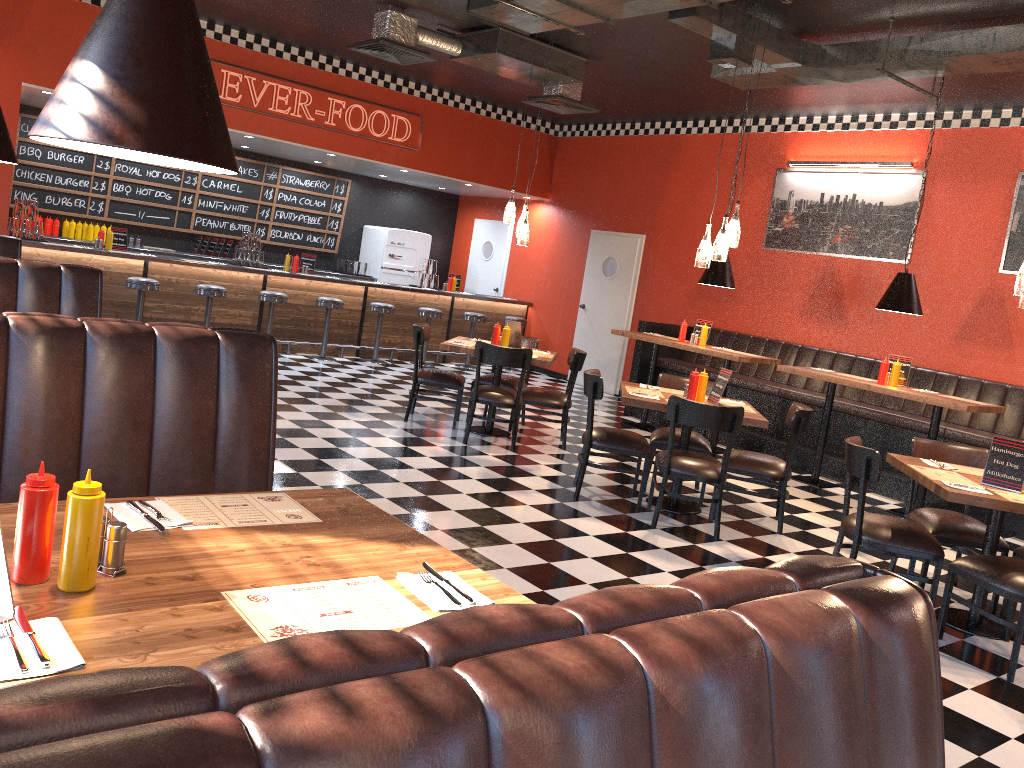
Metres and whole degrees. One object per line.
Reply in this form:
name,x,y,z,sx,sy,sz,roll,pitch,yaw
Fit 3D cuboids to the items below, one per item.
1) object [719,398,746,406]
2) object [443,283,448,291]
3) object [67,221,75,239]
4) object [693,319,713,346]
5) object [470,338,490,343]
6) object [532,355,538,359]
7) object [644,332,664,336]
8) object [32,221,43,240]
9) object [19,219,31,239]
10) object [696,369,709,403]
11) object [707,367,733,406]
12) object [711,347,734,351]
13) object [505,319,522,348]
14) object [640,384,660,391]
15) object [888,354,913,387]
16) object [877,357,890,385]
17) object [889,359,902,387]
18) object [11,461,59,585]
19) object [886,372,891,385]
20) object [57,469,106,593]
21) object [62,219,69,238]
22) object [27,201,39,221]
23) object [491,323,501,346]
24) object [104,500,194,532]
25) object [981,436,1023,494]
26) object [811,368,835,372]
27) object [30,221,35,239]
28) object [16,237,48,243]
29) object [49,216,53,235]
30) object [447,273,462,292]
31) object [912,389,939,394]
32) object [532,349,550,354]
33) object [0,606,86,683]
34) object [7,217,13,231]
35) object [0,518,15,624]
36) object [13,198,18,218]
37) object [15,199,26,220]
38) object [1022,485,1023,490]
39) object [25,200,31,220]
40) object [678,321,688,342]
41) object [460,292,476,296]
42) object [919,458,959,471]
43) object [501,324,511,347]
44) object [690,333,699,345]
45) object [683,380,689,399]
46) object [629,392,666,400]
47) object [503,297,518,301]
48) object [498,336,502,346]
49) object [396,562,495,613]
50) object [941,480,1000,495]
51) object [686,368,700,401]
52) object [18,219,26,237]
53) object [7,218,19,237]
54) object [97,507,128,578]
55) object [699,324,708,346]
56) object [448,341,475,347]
object,1.591,0.120,6.530,0.255,0.019,0.158,10,8,7
object,-0.972,-1.431,12.945,0.093,0.135,0.047,3,8,-44
object,-5.611,-1.973,11.279,0.068,0.237,0.068,11,6,27
object,1.993,-0.546,9.320,0.189,0.256,0.072,14,7,42
object,-0.305,-0.408,8.278,0.157,0.019,0.256,10,8,8
object,0.145,-0.247,7.600,0.157,0.019,0.256,10,8,6
object,1.555,-0.556,9.791,0.255,0.019,0.158,2,10,-42
object,-5.095,-1.643,9.525,0.106,0.208,0.105,13,7,35
object,-5.194,-1.649,9.453,0.106,0.208,0.105,13,7,35
object,1.338,0.009,6.238,0.068,0.237,0.068,5,6,-34
object,1.465,0.017,6.253,0.072,0.256,0.189,8,6,-10
object,2.142,-0.365,9.047,0.255,0.019,0.158,2,10,-42
object,0.012,-0.439,7.971,0.189,0.256,0.072,14,7,40
object,1.034,0.021,6.627,0.157,0.019,0.256,10,8,8
object,3.341,-0.115,7.671,0.189,0.256,0.072,12,6,30
object,3.157,-0.113,7.521,0.068,0.237,0.068,7,6,-19
object,3.242,-0.095,7.487,0.068,0.237,0.068,6,6,-30
object,-0.933,0.268,1.737,0.068,0.237,0.068,12,6,34
object,3.207,-0.064,7.604,0.094,0.135,0.046,14,7,40
object,-0.840,0.282,1.734,0.068,0.237,0.068,12,6,34
object,-5.698,-1.990,11.308,0.068,0.237,0.068,12,6,27
object,-5.115,-1.851,9.471,0.106,0.208,0.105,13,7,35
object,-0.140,-0.435,7.836,0.068,0.237,0.068,9,5,3
object,-0.890,0.325,2.190,0.157,0.019,0.256,2,10,-43
object,2.545,0.413,4.552,0.189,0.256,0.072,14,7,40
object,2.861,-0.138,8.193,0.255,0.019,0.158,2,10,-42
object,-5.176,-1.667,9.608,0.106,0.208,0.105,13,7,35
object,-5.234,-1.565,9.518,0.436,0.018,0.274,2,10,-39
object,-5.860,-2.005,11.227,0.068,0.237,0.068,5,7,-38
object,-0.858,-1.497,13.101,0.188,0.256,0.072,8,5,-4
object,3.476,0.055,7.464,0.255,0.019,0.158,2,10,-42
object,0.228,-0.307,8.139,0.255,0.019,0.158,9,8,0
object,-0.829,0.429,1.490,0.157,0.019,0.256,2,10,-40
object,-5.364,-1.677,9.469,0.106,0.208,0.105,13,7,35
object,-0.964,0.277,1.565,0.189,0.256,0.072,11,6,20
object,-5.273,-1.876,9.473,0.106,0.208,0.105,13,7,35
object,-5.214,-1.857,9.406,0.106,0.208,0.105,13,7,35
object,2.691,0.433,4.644,0.068,0.237,0.068,5,6,-34
object,-5.189,-1.874,9.554,0.106,0.208,0.105,13,7,35
object,1.781,-0.555,9.217,0.068,0.237,0.068,11,6,25
object,-0.659,-1.321,12.925,0.157,0.019,0.256,1,11,-44
object,2.418,0.454,5.003,0.157,0.019,0.256,10,8,7
object,-0.055,-0.417,7.801,0.068,0.237,0.068,6,6,-25
object,1.898,-0.483,9.210,0.094,0.135,0.046,14,7,41
object,1.247,0.039,6.300,0.047,0.135,0.094,10,6,10
object,0.930,0.079,6.081,0.255,0.019,0.158,9,8,5
object,-0.033,-1.294,13.438,0.157,0.019,0.257,4,9,-29
object,-0.090,-0.386,7.919,0.094,0.135,0.046,14,7,40
object,-0.164,0.459,2.028,0.157,0.019,0.256,4,9,-34
object,2.285,0.514,4.408,0.255,0.019,0.158,10,8,8
object,1.265,0.006,6.180,0.068,0.237,0.068,5,6,-34
object,-5.267,-1.671,9.533,0.106,0.208,0.105,13,7,35
object,-5.285,-1.654,9.392,0.106,0.208,0.105,13,7,35
object,-0.840,0.321,1.838,0.094,0.135,0.047,11,6,20
object,1.975,-0.511,9.113,0.068,0.237,0.068,11,6,25
object,-0.424,-0.351,7.718,0.255,0.019,0.158,10,8,9
